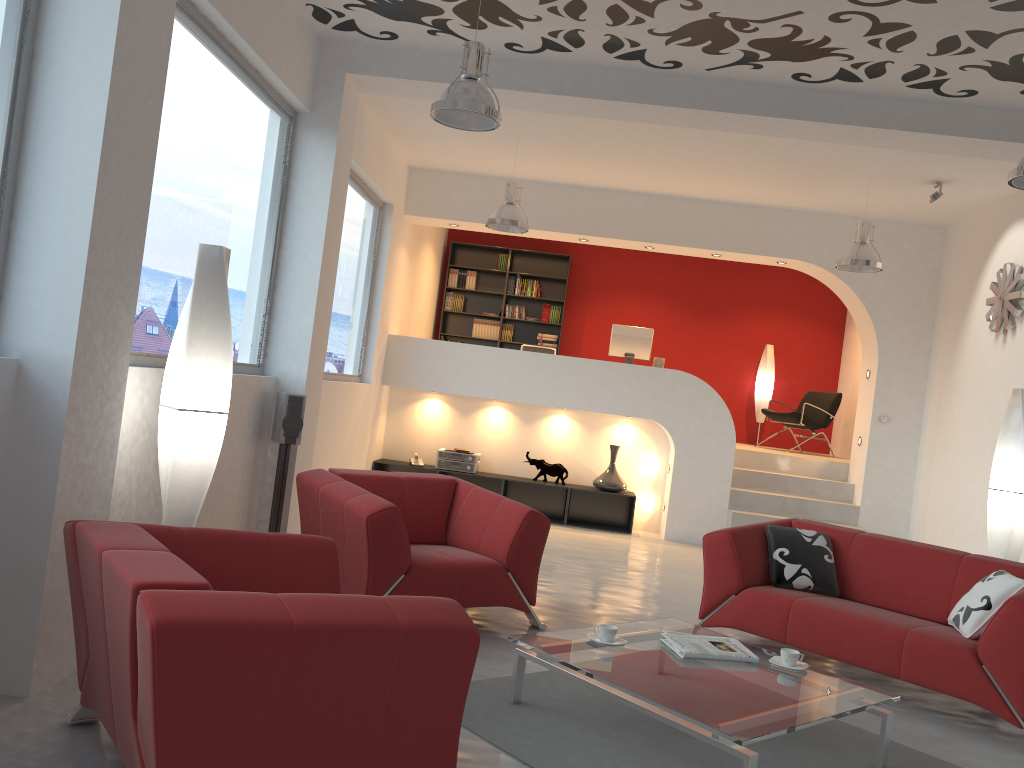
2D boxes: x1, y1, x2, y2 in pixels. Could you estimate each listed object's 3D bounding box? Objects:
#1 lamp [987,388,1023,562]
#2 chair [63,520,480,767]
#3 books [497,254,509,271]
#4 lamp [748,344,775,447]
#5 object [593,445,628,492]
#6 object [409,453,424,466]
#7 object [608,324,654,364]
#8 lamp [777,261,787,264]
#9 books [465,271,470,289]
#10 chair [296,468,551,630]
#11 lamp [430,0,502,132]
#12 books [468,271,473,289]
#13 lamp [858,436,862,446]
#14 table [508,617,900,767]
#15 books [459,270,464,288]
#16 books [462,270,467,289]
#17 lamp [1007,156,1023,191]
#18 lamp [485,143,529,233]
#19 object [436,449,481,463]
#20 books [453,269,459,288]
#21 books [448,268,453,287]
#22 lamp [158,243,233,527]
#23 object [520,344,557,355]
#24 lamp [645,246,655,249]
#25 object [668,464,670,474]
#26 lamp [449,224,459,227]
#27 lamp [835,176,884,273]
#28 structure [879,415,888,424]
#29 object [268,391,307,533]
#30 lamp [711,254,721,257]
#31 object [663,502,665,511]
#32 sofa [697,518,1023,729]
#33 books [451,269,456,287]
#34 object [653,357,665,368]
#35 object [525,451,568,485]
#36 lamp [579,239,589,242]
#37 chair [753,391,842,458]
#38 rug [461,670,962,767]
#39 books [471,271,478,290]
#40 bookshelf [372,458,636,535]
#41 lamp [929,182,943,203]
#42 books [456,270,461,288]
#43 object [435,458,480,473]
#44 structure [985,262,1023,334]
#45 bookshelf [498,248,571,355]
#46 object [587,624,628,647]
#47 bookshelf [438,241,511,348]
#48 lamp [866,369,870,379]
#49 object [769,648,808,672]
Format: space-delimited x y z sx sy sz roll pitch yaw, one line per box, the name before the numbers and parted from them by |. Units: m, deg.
lamp | 3.510 0.921 6.261 0.313 1.779 0.313 7 0 12
chair | -0.802 0.868 2.726 0.951 0.738 1.288 8 -1 -36
books | -0.116 -1.640 12.119 0.146 0.240 0.170 7 0 4
lamp | 3.335 0.151 11.769 0.237 1.349 0.237 7 0 12
object | 1.055 0.886 9.344 0.369 0.481 0.369 8 -1 -31
object | -1.007 0.798 9.403 0.130 0.117 0.146 7 0 -21
object | 1.305 -0.408 9.767 0.458 0.452 0.230 7 0 4
lamp | 2.821 -1.266 9.272 0.105 0.011 0.105 7 0 -7
books | -0.595 -1.408 12.136 0.040 0.260 0.200 7 0 4
chair | -0.525 0.921 4.971 1.288 0.738 0.951 8 -1 -36
lamp | -0.197 -1.797 4.717 0.379 0.800 0.379 7 -1 33
books | -0.555 -1.403 12.134 0.040 0.260 0.200 7 0 4
lamp | 3.603 0.592 9.188 0.011 0.105 0.105 7 0 4
table | 0.753 1.294 3.629 1.097 0.286 1.162 8 -1 -41
books | -0.675 -1.418 12.142 0.040 0.260 0.200 7 0 4
books | -0.635 -1.413 12.139 0.040 0.260 0.200 7 0 4
lamp | 2.780 -1.419 4.509 0.379 0.800 0.379 7 0 -3
lamp | 0.005 -1.748 7.710 0.379 0.800 0.379 7 0 -25
object | -0.568 0.763 9.460 0.430 0.077 0.349 7 0 4
books | -0.756 -1.428 12.148 0.040 0.260 0.200 7 0 4
books | -0.836 -1.438 12.153 0.040 0.260 0.200 7 0 4
lamp | -1.429 0.273 3.925 0.313 1.779 0.313 7 0 -4
object | 0.296 -0.309 9.914 0.397 0.217 0.458 7 0 4
lamp | 1.454 -1.439 9.368 0.105 0.011 0.105 7 0 -7
object | 1.658 0.900 9.382 0.011 0.105 0.105 7 0 4
lamp | -0.624 -1.703 9.513 0.105 0.011 0.105 7 0 8
lamp | 2.983 -1.370 7.502 0.379 0.800 0.379 7 0 -25
structure | 3.742 0.356 8.924 0.080 0.080 0.016 7 0 4
object | -1.514 0.613 5.814 0.214 1.112 0.229 8 -1 -31
lamp | 2.147 -1.351 9.319 0.105 0.011 0.105 7 0 -7
object | 1.608 1.297 9.378 0.011 0.105 0.105 7 0 4
sofa | 2.013 1.244 4.847 1.929 0.738 0.951 7 -1 44
books | -0.796 -1.433 12.150 0.040 0.260 0.200 7 0 4
object | 1.615 -0.215 9.793 0.133 0.147 0.151 7 0 -13
object | 0.357 0.891 9.415 0.507 0.296 0.191 7 0 20
lamp | 0.762 -1.527 9.416 0.105 0.011 0.105 7 0 -7
chair | 3.544 0.449 10.966 0.768 0.795 0.664 7 0 -21
rug | 0.744 1.440 3.635 1.700 0.025 1.700 8 -1 -41
books | -0.515 -1.398 12.131 0.040 0.260 0.200 7 0 4
bookshelf | -0.099 1.182 9.417 2.764 0.397 0.405 7 0 4
lamp | 3.571 -1.605 7.455 0.118 0.176 0.112 8 -1 -44
books | -0.716 -1.423 12.145 0.040 0.260 0.200 7 0 4
object | -0.581 0.861 9.452 0.430 0.100 0.365 7 0 4
structure | 4.110 -0.714 7.405 0.090 0.596 0.596 7 0 4
bookshelf | 0.257 -0.675 12.034 0.816 2.213 0.305 7 0 4
object | 0.411 1.073 3.795 0.153 0.069 0.153 8 -1 -30
bookshelf | -0.550 -0.778 12.090 0.816 2.213 0.305 7 0 4
lamp | 3.692 -0.101 9.194 0.011 0.105 0.105 7 0 4
object | 1.180 1.171 3.778 0.153 0.069 0.153 7 -1 30
